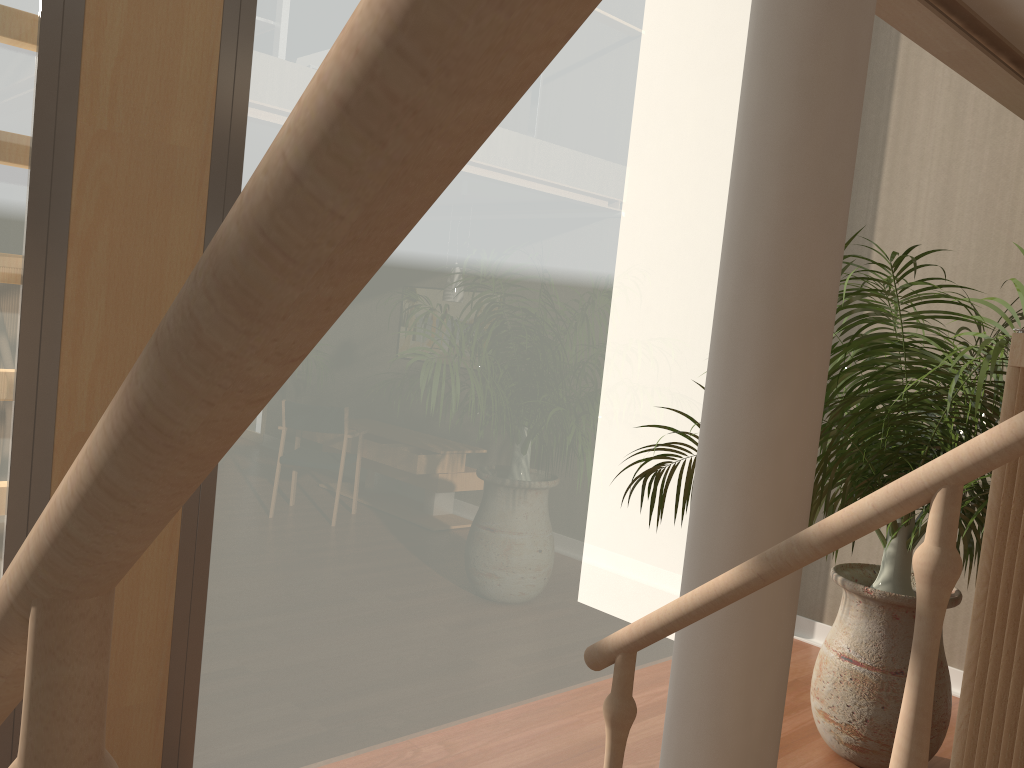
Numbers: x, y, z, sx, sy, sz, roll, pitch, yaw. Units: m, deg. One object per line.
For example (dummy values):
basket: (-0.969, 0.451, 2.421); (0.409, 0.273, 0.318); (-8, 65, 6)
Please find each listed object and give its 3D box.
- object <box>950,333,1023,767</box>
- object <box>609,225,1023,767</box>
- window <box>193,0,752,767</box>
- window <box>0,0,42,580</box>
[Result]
object: (1.278, 0.816, 0.454); (0.233, 1.542, 2.229); (3, 5, -38)
object: (1.516, 0.569, 3.526); (2.109, 2.304, 2.157); (9, 5, 39)
window: (0.458, -1.036, 3.728); (3.340, 5.200, 0.020); (2, 5, -43)
window: (-1.990, -0.389, 1.516); (2.095, 3.100, 0.020); (2, 5, -43)
